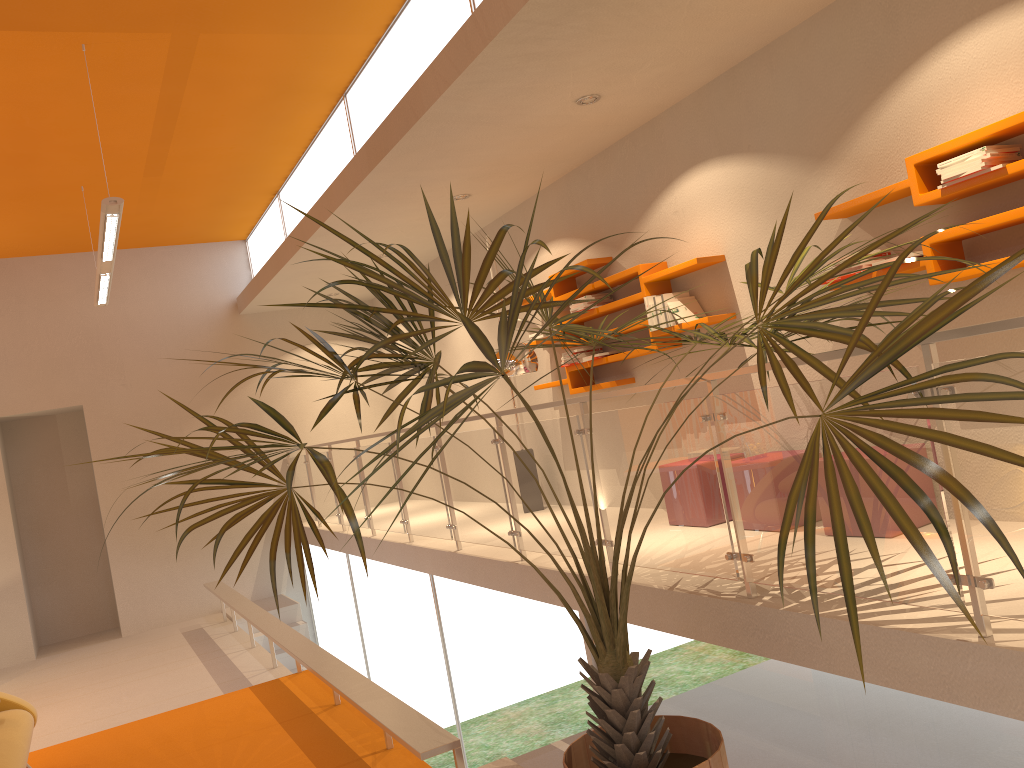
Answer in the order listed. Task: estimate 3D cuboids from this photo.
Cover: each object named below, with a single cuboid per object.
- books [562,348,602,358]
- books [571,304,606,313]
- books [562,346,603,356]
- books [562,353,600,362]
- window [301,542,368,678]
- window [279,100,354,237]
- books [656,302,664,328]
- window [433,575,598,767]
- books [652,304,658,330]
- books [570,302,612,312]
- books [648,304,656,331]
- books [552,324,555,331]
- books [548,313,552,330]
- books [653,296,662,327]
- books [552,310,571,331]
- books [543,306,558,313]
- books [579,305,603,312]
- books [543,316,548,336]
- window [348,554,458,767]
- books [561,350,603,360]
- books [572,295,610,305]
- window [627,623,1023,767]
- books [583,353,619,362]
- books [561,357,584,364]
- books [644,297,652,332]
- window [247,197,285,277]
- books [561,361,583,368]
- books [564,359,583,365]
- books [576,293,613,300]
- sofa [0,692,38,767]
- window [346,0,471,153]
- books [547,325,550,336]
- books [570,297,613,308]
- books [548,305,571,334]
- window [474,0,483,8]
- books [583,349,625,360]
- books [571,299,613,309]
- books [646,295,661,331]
[{"bbox_3d":[0.533,-0.237,6.743,0.254,0.015,0.190,-10,-2,-20],"label":"books"},{"bbox_3d":[0.592,-0.556,6.519,0.268,0.011,0.190,-10,-2,-25],"label":"books"},{"bbox_3d":[0.531,-0.253,6.730,0.226,0.017,0.230,-10,-2,-27],"label":"books"},{"bbox_3d":[0.521,-0.202,6.738,0.190,0.015,0.254,-10,-2,-25],"label":"books"},{"bbox_3d":[-1.750,3.642,9.690,0.006,3.760,2.078,-10,-2,-27],"label":"window"},{"bbox_3d":[-1.766,-1.744,7.916,0.006,0.660,2.494,-10,-2,-27],"label":"window"},{"bbox_3d":[1.039,-0.453,5.692,0.230,0.169,0.027,-10,-2,-27],"label":"books"},{"bbox_3d":[0.887,2.125,2.385,0.481,5.399,8.922,-10,-2,-14],"label":"window"},{"bbox_3d":[1.021,-0.449,5.747,0.230,0.169,0.027,-10,-2,-27],"label":"books"},{"bbox_3d":[0.582,-0.568,6.514,0.254,0.015,0.190,-10,-2,-31],"label":"books"},{"bbox_3d":[1.002,-0.444,5.768,0.230,0.169,0.027,-10,-2,-27],"label":"books"},{"bbox_3d":[0.406,-0.480,6.926,0.207,0.156,0.009,-10,-2,-27],"label":"books"},{"bbox_3d":[0.397,-0.483,6.966,0.230,0.169,0.027,-10,-2,-27],"label":"books"},{"bbox_3d":[1.017,-0.469,5.720,0.207,0.210,0.021,-10,-2,-27],"label":"books"},{"bbox_3d":[0.423,-0.489,6.918,0.230,0.169,0.023,-10,-2,-27],"label":"books"},{"bbox_3d":[0.370,-0.506,7.012,0.230,0.227,0.017,-10,-2,-27],"label":"books"},{"bbox_3d":[0.602,-0.546,6.516,0.210,0.013,0.297,-10,-2,-27],"label":"books"},{"bbox_3d":[0.356,-0.504,7.025,0.230,0.227,0.017,-10,-2,-27],"label":"books"},{"bbox_3d":[-0.777,3.408,7.693,0.006,3.760,2.311,-10,-2,-27],"label":"window"},{"bbox_3d":[0.531,-0.220,6.741,0.230,0.017,0.227,-9,-2,-32],"label":"books"},{"bbox_3d":[0.578,-0.615,6.534,0.190,0.015,0.254,-10,-2,-20],"label":"books"},{"bbox_3d":[1.224,0.816,1.319,0.908,1.393,6.719,-10,-2,-7],"label":"window"},{"bbox_3d":[0.671,-0.197,6.483,0.254,0.015,0.190,-10,-2,-20],"label":"books"},{"bbox_3d":[0.523,-0.187,6.746,0.190,0.015,0.254,-10,-2,-31],"label":"books"},{"bbox_3d":[0.980,-0.469,5.806,0.230,0.227,0.017,-10,-2,-27],"label":"books"},{"bbox_3d":[-2.739,-1.510,9.913,0.006,0.660,1.894,-10,-2,-27],"label":"window"},{"bbox_3d":[0.534,-0.163,6.733,0.210,0.013,0.297,-10,-2,-27],"label":"books"},{"bbox_3d":[0.531,-0.175,6.737,0.190,0.011,0.268,-10,-2,-25],"label":"books"},{"bbox_3d":[0.588,-0.633,6.536,0.230,0.017,0.227,-10,-2,-27],"label":"books"},{"bbox_3d":[-2.695,1.820,3.976,0.929,0.706,2.081,-10,-2,-27],"label":"sofa"},{"bbox_3d":[-0.717,-1.995,5.763,0.006,0.660,2.241,-10,-2,-27],"label":"window"},{"bbox_3d":[0.378,-0.479,6.988,0.230,0.169,0.027,-10,-2,-27],"label":"books"},{"bbox_3d":[0.582,-0.599,6.529,0.227,0.017,0.230,-9,-2,-32],"label":"books"},{"bbox_3d":[0.393,-0.504,6.940,0.207,0.210,0.021,-10,-2,-27],"label":"books"},{"bbox_3d":[0.397,-2.262,3.477,0.006,0.660,2.794,-10,-2,-27],"label":"window"},{"bbox_3d":[0.670,-0.213,6.470,0.226,0.017,0.230,-10,-2,-27],"label":"books"},{"bbox_3d":[0.587,-0.584,6.515,0.254,0.015,0.190,-10,-2,-25],"label":"books"},{"bbox_3d":[0.994,-0.472,5.793,0.230,0.227,0.017,-10,-2,-27],"label":"books"}]
